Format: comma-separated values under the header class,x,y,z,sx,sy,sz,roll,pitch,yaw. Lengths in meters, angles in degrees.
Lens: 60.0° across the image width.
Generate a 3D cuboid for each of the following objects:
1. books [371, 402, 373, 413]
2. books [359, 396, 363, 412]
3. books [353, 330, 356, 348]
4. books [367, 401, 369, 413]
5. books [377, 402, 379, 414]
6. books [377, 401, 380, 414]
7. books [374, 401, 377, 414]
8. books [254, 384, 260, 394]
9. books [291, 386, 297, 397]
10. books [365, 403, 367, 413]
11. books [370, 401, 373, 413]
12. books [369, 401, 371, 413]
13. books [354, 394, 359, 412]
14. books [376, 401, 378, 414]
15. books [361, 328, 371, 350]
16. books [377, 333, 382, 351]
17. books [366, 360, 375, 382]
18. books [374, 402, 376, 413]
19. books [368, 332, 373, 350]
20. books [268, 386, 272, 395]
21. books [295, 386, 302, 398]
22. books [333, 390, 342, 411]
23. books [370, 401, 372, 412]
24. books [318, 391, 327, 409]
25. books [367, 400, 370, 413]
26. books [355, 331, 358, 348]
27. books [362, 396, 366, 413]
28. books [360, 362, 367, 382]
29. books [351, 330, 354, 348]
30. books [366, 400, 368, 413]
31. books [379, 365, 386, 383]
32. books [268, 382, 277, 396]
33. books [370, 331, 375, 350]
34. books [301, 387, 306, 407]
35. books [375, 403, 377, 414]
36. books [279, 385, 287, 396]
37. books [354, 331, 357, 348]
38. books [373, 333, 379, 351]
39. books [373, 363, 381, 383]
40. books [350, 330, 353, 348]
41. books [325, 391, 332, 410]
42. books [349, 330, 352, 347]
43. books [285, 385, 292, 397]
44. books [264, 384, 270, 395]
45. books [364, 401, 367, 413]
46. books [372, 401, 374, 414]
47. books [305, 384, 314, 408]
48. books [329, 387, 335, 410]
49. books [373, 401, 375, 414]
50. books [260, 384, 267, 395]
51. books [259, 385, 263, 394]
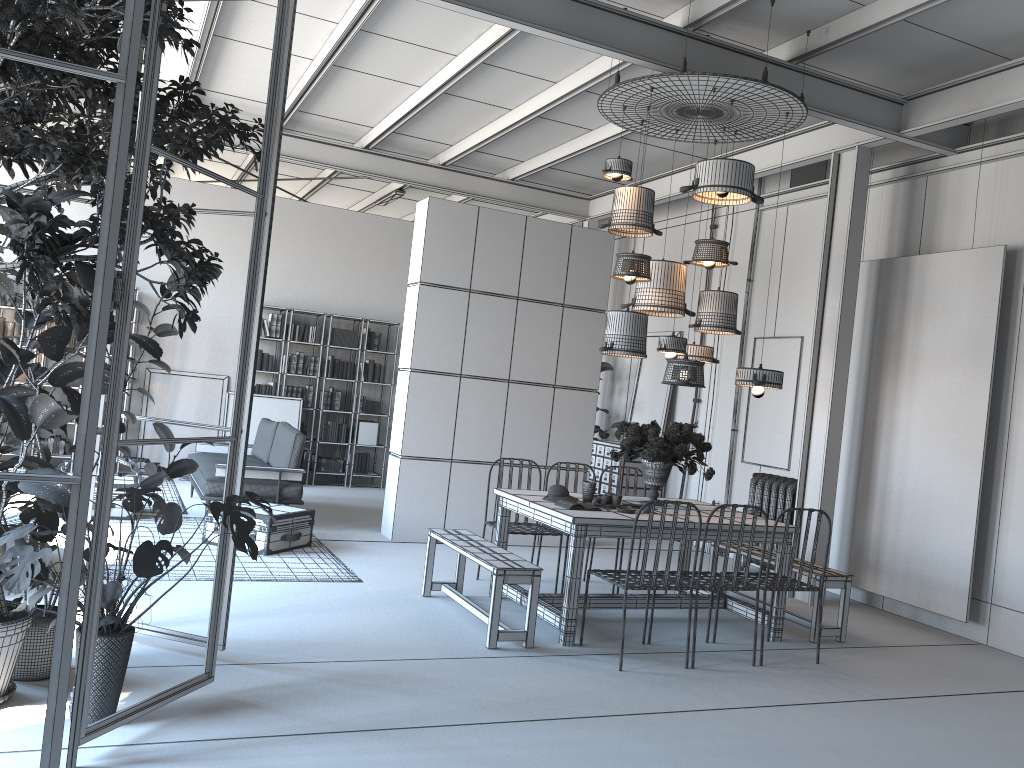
class,x,y,z,sx,sy,sz,roll,pitch,yaw
books,-1.925,0.320,12.102,0.012,0.177,0.134,6,-1,-24
books,-2.072,0.273,12.080,0.053,0.229,0.162,6,-1,-17
books,-2.139,-0.599,11.888,0.016,0.240,0.182,6,-1,-24
books,-1.977,0.314,12.078,0.012,0.177,0.134,6,-1,-24
books,-1.851,0.328,12.135,0.012,0.177,0.134,6,-1,-24
books,-1.841,0.329,12.140,0.012,0.177,0.134,6,-1,-24
books,-1.883,0.324,12.121,0.012,0.177,0.134,6,-1,-24
books,-3.323,0.121,11.473,0.043,0.245,0.170,7,-1,-34
books,-2.903,0.162,11.718,0.062,0.265,0.193,6,-1,-24
books,-1.998,0.312,12.068,0.012,0.177,0.134,6,-1,-24
books,-1.935,0.319,12.097,0.012,0.177,0.134,6,-1,-24
books,-1.956,0.316,12.087,0.012,0.177,0.134,6,-1,-24
books,-2.122,0.259,12.061,0.043,0.245,0.170,6,-1,-24
books,-1.862,0.327,12.130,0.012,0.177,0.134,6,-1,-24
books,-1.985,-0.611,12.015,0.048,0.299,0.243,6,-1,-24
books,-1.827,-0.570,12.071,0.029,0.243,0.168,6,-1,-29
books,-1.933,-0.178,12.024,0.071,0.304,0.224,6,-1,-24
books,-1.893,0.323,12.116,0.012,0.177,0.134,6,-1,-24
books,-1.941,-0.580,12.033,0.030,0.241,0.194,6,-1,-27
books,-3.185,0.140,11.553,0.030,0.241,0.194,7,-1,-37
books,-2.839,0.169,11.734,0.062,0.265,0.193,6,-1,-24
books,-2.372,0.221,11.945,0.091,0.265,0.193,6,-1,-24
books,-1.945,0.317,12.092,0.012,0.177,0.134,6,-1,-24
books,-2.536,0.214,11.875,0.057,0.244,0.178,6,-1,-24
books,-1.966,0.315,12.083,0.012,0.177,0.134,6,-1,-24
books,-2.111,-0.596,11.901,0.016,0.240,0.182,6,-1,-24
books,-2.031,0.281,12.092,0.015,0.232,0.176,6,-1,-24
books,-2.003,-0.164,11.992,0.084,0.268,0.195,6,-1,-23
books,-2.153,-0.601,11.881,0.016,0.240,0.182,6,-1,-24
books,-1.987,0.313,12.073,0.012,0.177,0.134,6,-1,-24
books,-1.788,-0.130,12.110,0.057,0.244,0.180,6,-1,-24
books,-3.138,0.120,11.580,0.048,0.299,0.243,7,-1,-34
books,-1.911,-0.586,12.046,0.027,0.258,0.189,6,-1,-24
books,-2.783,0.177,11.783,0.084,0.267,0.193,6,-1,-25
books,-1.872,0.326,12.125,0.012,0.177,0.134,6,-1,-24
books,-3.016,0.149,11.656,0.062,0.265,0.193,6,-1,-24
books,-2.125,-0.598,11.894,0.016,0.240,0.182,6,-1,-24
books,-1.873,-0.577,12.058,0.054,0.248,0.180,6,-1,-24
books,-1.862,-0.149,12.079,0.091,0.266,0.195,6,-1,-24
books,-2.168,-0.603,11.875,0.016,0.240,0.182,6,-1,-24
books,-2.478,0.220,11.889,0.057,0.244,0.178,6,-1,-24
books,-2.182,-0.604,11.869,0.016,0.240,0.182,6,-1,-24
books,-2.960,0.155,11.688,0.062,0.265,0.193,6,-1,-24
books,-3.209,0.128,11.536,0.027,0.258,0.189,7,-1,-34
books,-2.008,0.310,12.064,0.012,0.177,0.134,6,-1,-24
books,-1.914,0.321,12.106,0.012,0.177,0.134,6,-1,-24
books,-2.713,0.162,11.813,0.071,0.303,0.222,6,-1,-24
books,-2.441,0.193,11.951,0.038,0.303,0.222,6,-1,-24
books,-1.904,0.322,12.111,0.012,0.177,0.134,6,-1,-24
books,-3.246,0.129,11.518,0.054,0.248,0.180,7,-1,-34
books,-3.289,0.126,11.496,0.029,0.243,0.168,7,-1,-39
